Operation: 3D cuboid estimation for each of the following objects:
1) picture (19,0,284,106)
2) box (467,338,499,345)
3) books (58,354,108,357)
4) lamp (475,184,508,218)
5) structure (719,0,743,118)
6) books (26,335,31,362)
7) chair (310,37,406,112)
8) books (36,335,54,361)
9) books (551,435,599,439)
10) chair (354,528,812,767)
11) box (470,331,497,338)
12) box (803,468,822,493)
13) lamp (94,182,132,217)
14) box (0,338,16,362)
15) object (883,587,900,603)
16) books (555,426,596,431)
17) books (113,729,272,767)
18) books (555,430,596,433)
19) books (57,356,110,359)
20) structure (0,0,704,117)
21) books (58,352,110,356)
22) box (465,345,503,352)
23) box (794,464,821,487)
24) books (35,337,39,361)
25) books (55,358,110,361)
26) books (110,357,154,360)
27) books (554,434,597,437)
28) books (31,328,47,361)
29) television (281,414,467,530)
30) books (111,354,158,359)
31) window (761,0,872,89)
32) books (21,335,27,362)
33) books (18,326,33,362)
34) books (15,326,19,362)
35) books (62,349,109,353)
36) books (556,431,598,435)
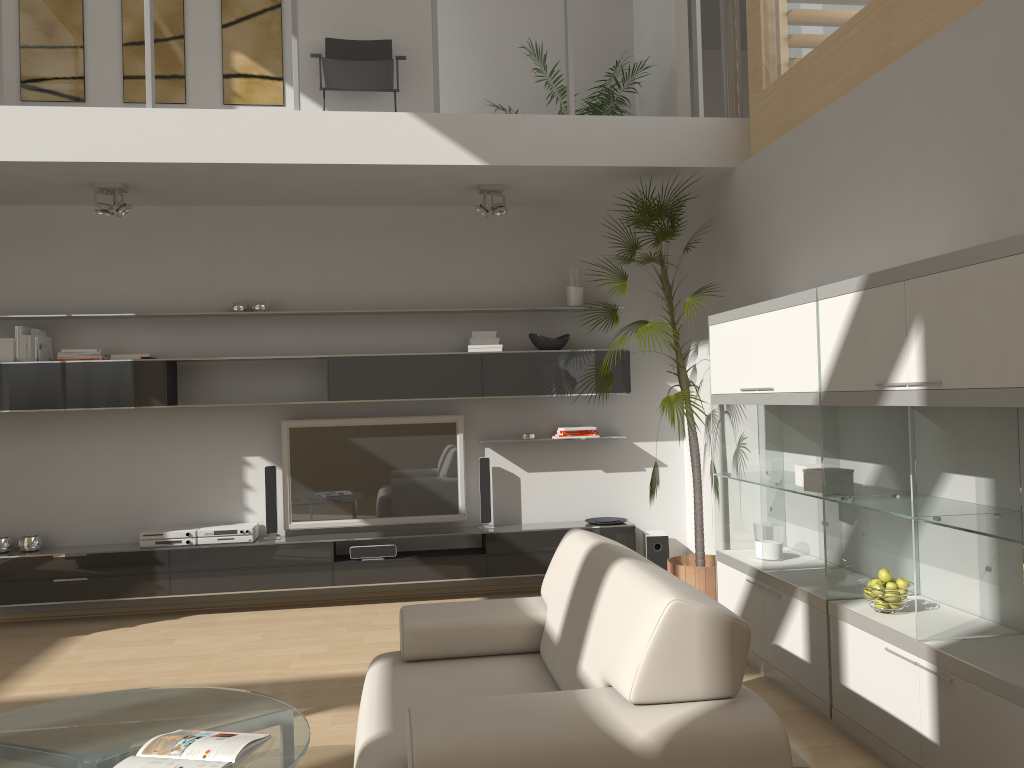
[{"bbox_3d":[-2.416,-2.778,5.952,1.684,1.800,0.010,-2,-1,-8],"label":"picture"},{"bbox_3d":[-0.198,-0.284,6.084,0.200,0.047,0.200,-2,-1,-8],"label":"box"},{"bbox_3d":[-2.750,-0.177,5.691,0.254,0.015,0.190,-1,-1,-12],"label":"books"},{"bbox_3d":[-0.131,-1.163,5.672,0.214,0.195,0.150,-2,-1,-8],"label":"lamp"},{"bbox_3d":[1.370,-2.806,5.638,0.122,2.400,0.121,-2,-1,34],"label":"structure"},{"bbox_3d":[-3.050,-0.221,5.682,0.027,0.169,0.230,-2,-1,-8],"label":"books"},{"bbox_3d":[-1.003,-1.946,5.830,0.628,0.825,0.537,-2,-1,-8],"label":"chair"},{"bbox_3d":[-2.996,-0.222,5.692,0.023,0.169,0.230,-2,-1,-8],"label":"books"},{"bbox_3d":[0.439,0.366,6.175,0.296,0.013,0.210,-2,-1,-8],"label":"books"},{"bbox_3d":[0.093,0.964,2.773,1.165,0.846,1.562,-2,-1,-8],"label":"chair"},{"bbox_3d":[-0.199,-0.332,6.083,0.168,0.047,0.168,-2,-1,-8],"label":"box"},{"bbox_3d":[1.345,0.409,3.775,0.146,0.094,0.146,-1,-1,-18],"label":"box"},{"bbox_3d":[-2.405,-1.102,5.344,0.214,0.195,0.150,-2,-1,-8],"label":"lamp"},{"bbox_3d":[-3.236,-0.206,5.620,0.232,0.149,0.232,-2,-1,-8],"label":"box"},{"bbox_3d":[1.408,0.784,3.296,0.058,0.058,0.058,-1,-1,-41],"label":"object"},{"bbox_3d":[0.442,0.310,6.167,0.227,0.017,0.230,-1,-1,-13],"label":"books"},{"bbox_3d":[-0.897,1.024,2.426,0.297,0.037,0.440,-2,-1,12],"label":"books"},{"bbox_3d":[0.444,0.326,6.180,0.254,0.015,0.190,-2,-1,-7],"label":"books"},{"bbox_3d":[-2.740,-0.163,5.694,0.268,0.011,0.190,-2,-1,-7],"label":"books"},{"bbox_3d":[-1.257,-1.987,5.083,5.400,0.900,0.080,-2,-1,-8],"label":"structure"},{"bbox_3d":[-2.743,-0.192,5.690,0.254,0.015,0.190,-2,-1,-7],"label":"books"},{"bbox_3d":[-0.194,-0.237,6.082,0.232,0.047,0.232,-2,-1,-8],"label":"box"},{"bbox_3d":[1.367,0.412,3.980,0.146,0.094,0.146,-2,-1,-3],"label":"box"},{"bbox_3d":[-3.008,-0.216,5.677,0.009,0.156,0.207,-2,-1,-8],"label":"books"},{"bbox_3d":[-2.736,-0.152,5.693,0.297,0.013,0.210,-2,-1,-8],"label":"books"},{"bbox_3d":[-2.454,-0.160,5.748,0.190,0.015,0.254,-2,-1,-2],"label":"books"},{"bbox_3d":[0.443,0.354,6.175,0.268,0.011,0.190,-2,-1,-7],"label":"books"},{"bbox_3d":[-3.025,-0.242,5.674,0.021,0.210,0.207,-2,-1,-8],"label":"books"},{"bbox_3d":[-0.935,0.594,6.054,1.224,0.735,0.096,-2,-1,-8],"label":"television"},{"bbox_3d":[-2.442,-0.177,5.746,0.230,0.017,0.227,-2,-1,-8],"label":"books"},{"bbox_3d":[1.624,-2.839,3.945,0.020,2.200,2.525,-2,-1,-8],"label":"window"},{"bbox_3d":[-3.076,-0.220,5.670,0.027,0.169,0.230,-2,-1,-8],"label":"books"},{"bbox_3d":[-3.100,-0.248,5.676,0.017,0.227,0.230,-2,-1,-8],"label":"books"},{"bbox_3d":[-3.117,-0.248,5.666,0.017,0.227,0.230,-2,-1,-8],"label":"books"},{"bbox_3d":[-2.742,-0.208,5.703,0.227,0.017,0.230,-1,-1,-13],"label":"books"},{"bbox_3d":[0.452,0.341,6.178,0.254,0.015,0.190,-1,-1,-12],"label":"books"}]
